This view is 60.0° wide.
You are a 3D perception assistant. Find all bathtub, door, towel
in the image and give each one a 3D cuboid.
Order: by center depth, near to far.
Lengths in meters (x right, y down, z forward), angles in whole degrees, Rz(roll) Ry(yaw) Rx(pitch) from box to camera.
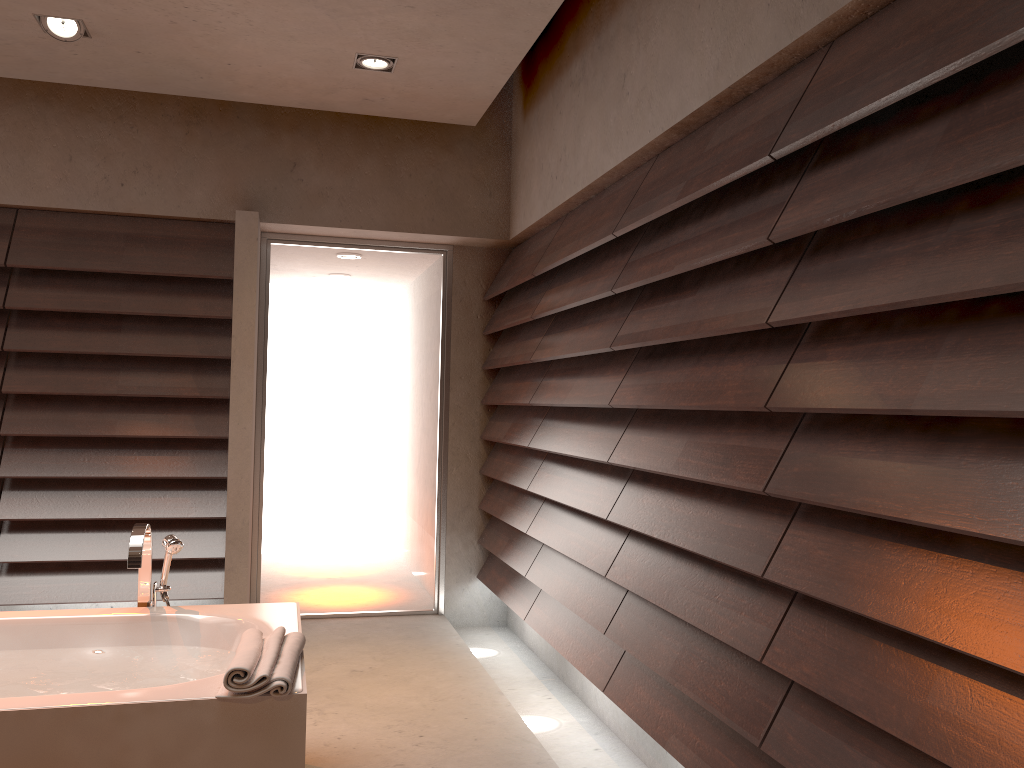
[{"bbox_3d":[-0.578,0.639,2.074,0.159,0.068,0.396,2,-1,-9],"label":"towel"},{"bbox_3d":[-1.542,0.774,2.161,2.000,0.761,0.994,2,-1,-15],"label":"bathtub"},{"bbox_3d":[-0.841,0.231,4.716,1.007,2.000,0.090,2,-1,-15],"label":"door"}]

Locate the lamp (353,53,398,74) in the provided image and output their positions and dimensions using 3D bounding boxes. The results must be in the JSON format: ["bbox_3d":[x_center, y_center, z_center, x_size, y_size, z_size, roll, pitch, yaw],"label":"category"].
[{"bbox_3d":[-0.551,-1.311,3.568,0.165,0.051,0.170,2,-1,-15],"label":"lamp"}]

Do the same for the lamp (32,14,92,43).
[{"bbox_3d":[-1.661,-1.338,3.280,0.165,0.110,0.170,2,-1,-15],"label":"lamp"}]
